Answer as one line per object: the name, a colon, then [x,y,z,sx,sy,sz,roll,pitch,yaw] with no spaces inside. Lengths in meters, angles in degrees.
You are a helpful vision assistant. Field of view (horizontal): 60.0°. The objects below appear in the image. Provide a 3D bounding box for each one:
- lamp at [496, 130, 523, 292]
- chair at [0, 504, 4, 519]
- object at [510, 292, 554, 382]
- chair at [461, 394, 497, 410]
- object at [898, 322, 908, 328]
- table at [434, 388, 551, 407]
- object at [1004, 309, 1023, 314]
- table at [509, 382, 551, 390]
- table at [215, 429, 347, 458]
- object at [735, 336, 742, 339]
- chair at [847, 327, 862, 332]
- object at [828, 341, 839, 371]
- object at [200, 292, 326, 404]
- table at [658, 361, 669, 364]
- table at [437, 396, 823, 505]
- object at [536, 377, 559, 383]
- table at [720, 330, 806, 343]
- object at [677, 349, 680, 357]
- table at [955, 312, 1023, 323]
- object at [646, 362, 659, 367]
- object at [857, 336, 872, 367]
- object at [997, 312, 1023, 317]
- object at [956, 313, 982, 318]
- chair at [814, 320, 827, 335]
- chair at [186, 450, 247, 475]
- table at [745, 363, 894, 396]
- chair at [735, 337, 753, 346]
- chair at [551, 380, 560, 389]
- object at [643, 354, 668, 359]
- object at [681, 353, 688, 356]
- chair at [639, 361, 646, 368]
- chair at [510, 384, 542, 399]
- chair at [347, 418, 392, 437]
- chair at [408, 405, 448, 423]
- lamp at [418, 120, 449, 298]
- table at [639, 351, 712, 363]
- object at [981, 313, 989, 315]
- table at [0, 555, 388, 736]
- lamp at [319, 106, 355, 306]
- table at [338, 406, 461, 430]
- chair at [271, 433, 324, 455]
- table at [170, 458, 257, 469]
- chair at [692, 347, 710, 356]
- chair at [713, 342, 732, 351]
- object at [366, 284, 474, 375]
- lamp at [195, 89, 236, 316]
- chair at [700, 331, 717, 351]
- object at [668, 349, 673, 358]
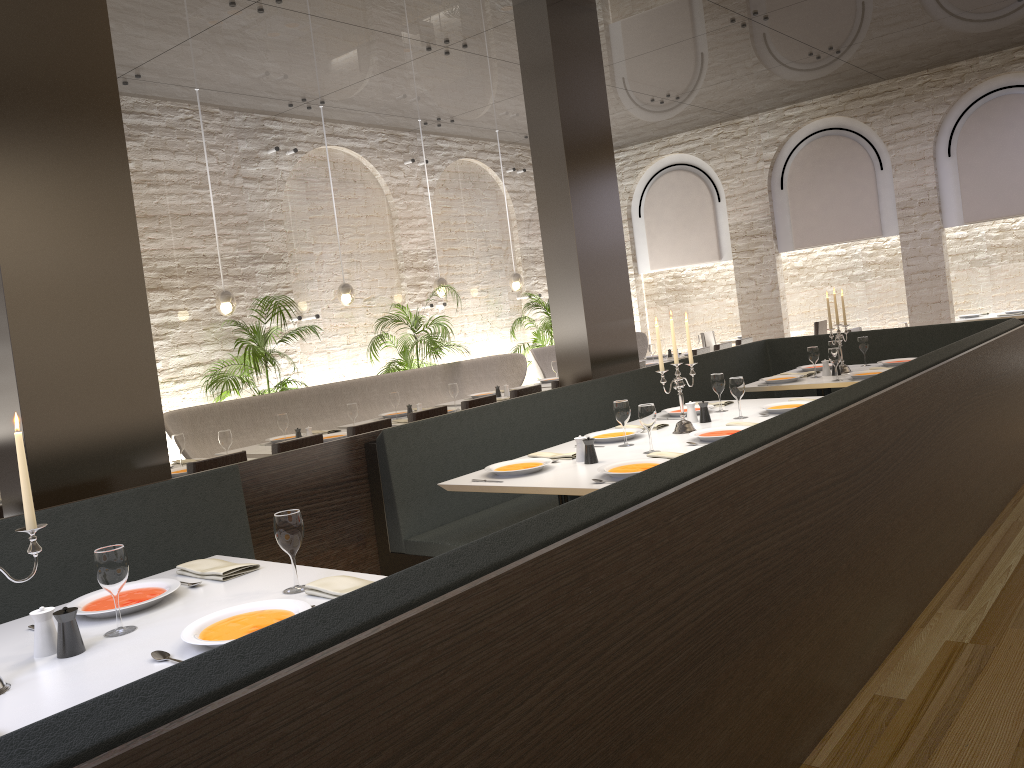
lamp: [-0.060,-2.181,11.194,0.177,2.038,0.178,-7,2,18]
chair: [-2.527,1.026,4.311,0.564,0.905,0.413,-5,3,39]
object: [0.556,-0.413,11.628,1.143,1.972,1.192,-6,2,20]
chair: [-0.381,0.566,6.983,0.564,0.905,0.413,-5,3,39]
object: [3.652,-0.456,8.251,0.086,0.230,0.086,-8,2,-21]
table: [-0.016,0.488,8.447,0.934,0.759,1.014,-5,4,39]
object: [6.365,-0.907,11.188,0.322,0.036,0.322,-8,4,-16]
table: [0.681,0.338,9.314,0.934,0.759,1.014,-5,4,39]
table: [-1.469,0.800,6.637,0.934,0.759,1.014,-5,4,39]
object: [3.556,-0.720,13.483,0.322,0.036,0.322,-8,4,-16]
chair: [4.024,-0.180,9.681,0.564,0.905,0.413,-5,3,39]
object: [2.533,-0.223,6.950,0.086,0.230,0.086,-8,2,-15]
object: [-2.242,0.186,8.166,1.190,1.972,1.145,-8,2,-20]
table: [1.368,0.191,10.170,0.934,0.759,1.014,-5,4,39]
table: [0.917,0.638,4.720,1.098,0.759,2.548,-4,5,39]
object: [0.421,-0.039,9.474,0.322,0.036,0.322,-8,4,-13]
table: [3.815,-0.342,13.324,0.934,0.759,1.014,-5,4,39]
object: [2.043,-0.392,10.997,0.059,0.109,0.059,-8,2,-15]
table: [6.210,-0.502,11.369,0.934,0.759,1.014,-5,4,39]
object: [1.522,-0.214,9.989,0.322,0.036,0.322,-8,4,-13]
object: [2.779,-0.256,6.990,0.086,0.230,0.086,-7,2,9]
object: [6.140,-0.852,10.910,0.272,0.033,0.143,-4,5,39]
object: [5.951,-0.880,11.528,0.322,0.036,0.322,-8,4,-16]
chair: [4.307,-0.447,12.906,0.564,0.905,0.413,-5,3,39]
chair: [-1.804,0.871,5.211,0.564,0.905,0.413,-5,3,39]
table: [2.510,0.296,6.703,1.098,0.759,1.192,-4,4,39]
chair: [2.644,-0.084,10.749,0.564,0.905,0.413,-5,3,39]
chair: [0.342,0.410,7.883,0.564,0.905,0.413,-5,3,39]
object: [1.819,-0.339,11.214,0.322,0.036,0.322,-8,4,-13]
object: [2.233,-0.367,10.874,0.322,0.036,0.322,-8,4,-13]
chair: [1.057,0.257,8.773,0.564,0.905,0.413,-5,3,39]
chair: [-0.012,0.486,7.442,0.564,0.905,0.413,-5,3,39]
chair: [-1.081,0.716,6.111,0.564,0.905,0.413,-5,3,39]
chair: [-0.732,0.641,6.546,0.564,0.905,0.413,-5,3,39]
lamp: [-0.924,-1.996,10.118,0.177,2.038,0.178,-7,2,18]
table: [2.079,0.038,11.055,0.934,0.759,1.014,-5,4,39]
object: [6.178,-0.919,11.782,0.272,0.033,0.143,-4,5,39]
table: [-1.379,1.131,1.862,1.098,0.759,2.548,-4,5,39]
lamp: [-1.807,-1.806,9.019,0.177,2.038,0.178,-6,2,24]
table: [-0.745,0.644,7.538,0.934,0.759,1.014,-5,4,39]
chair: [-1.452,0.796,5.650,0.564,0.905,0.413,-5,3,39]
table: [-2.194,0.955,5.735,0.934,0.759,1.014,-5,4,39]
chair: [1.935,0.068,9.866,0.564,0.905,0.413,-5,3,39]
chair: [2.284,-0.007,10.301,0.564,0.905,0.413,-5,3,39]
object: [-0.991,-0.083,9.727,1.146,1.972,1.189,-8,2,-10]
lamp: [-2.681,-1.619,7.931,0.178,2.038,0.177,-8,2,-30]
chair: [3.294,-0.379,13.733,0.564,0.905,0.413,-5,3,39]
object: [1.960,-0.382,11.006,0.059,0.109,0.059,-8,2,-15]
